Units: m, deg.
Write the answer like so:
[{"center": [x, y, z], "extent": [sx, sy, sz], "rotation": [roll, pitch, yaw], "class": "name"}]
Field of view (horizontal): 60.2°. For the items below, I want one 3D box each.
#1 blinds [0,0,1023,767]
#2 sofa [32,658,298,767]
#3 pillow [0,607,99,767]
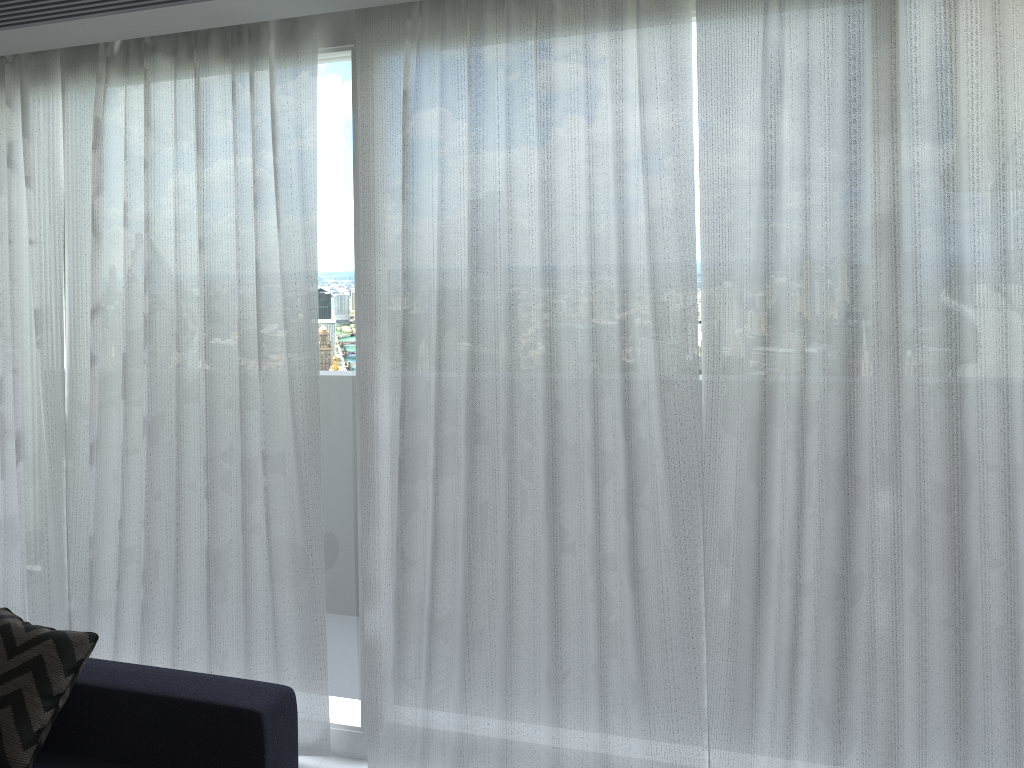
[{"center": [-1.432, 0.169, 0.467], "extent": [7.134, 2.768, 5.818], "rotation": [1, 4, 22], "class": "blinds"}, {"center": [-1.709, 1.174, 1.379], "extent": [1.898, 0.607, 2.883], "rotation": [1, 5, 18], "class": "sofa"}, {"center": [-1.449, 0.879, 2.542], "extent": [0.415, 0.344, 0.287], "rotation": [0, 2, 23], "class": "pillow"}]
